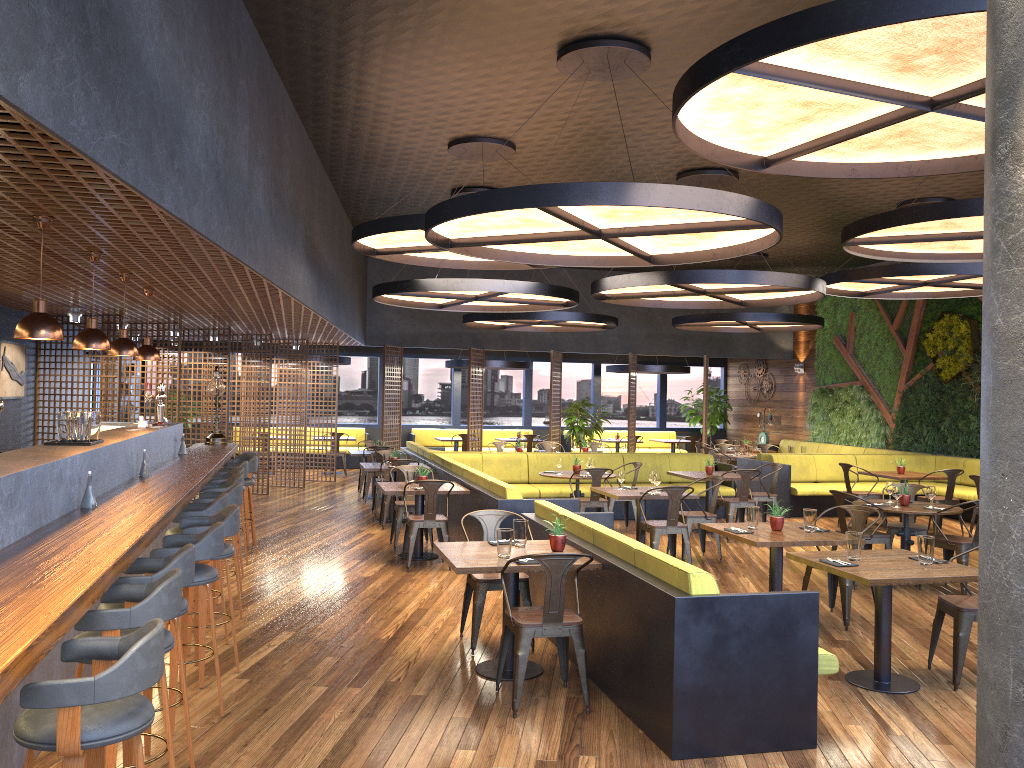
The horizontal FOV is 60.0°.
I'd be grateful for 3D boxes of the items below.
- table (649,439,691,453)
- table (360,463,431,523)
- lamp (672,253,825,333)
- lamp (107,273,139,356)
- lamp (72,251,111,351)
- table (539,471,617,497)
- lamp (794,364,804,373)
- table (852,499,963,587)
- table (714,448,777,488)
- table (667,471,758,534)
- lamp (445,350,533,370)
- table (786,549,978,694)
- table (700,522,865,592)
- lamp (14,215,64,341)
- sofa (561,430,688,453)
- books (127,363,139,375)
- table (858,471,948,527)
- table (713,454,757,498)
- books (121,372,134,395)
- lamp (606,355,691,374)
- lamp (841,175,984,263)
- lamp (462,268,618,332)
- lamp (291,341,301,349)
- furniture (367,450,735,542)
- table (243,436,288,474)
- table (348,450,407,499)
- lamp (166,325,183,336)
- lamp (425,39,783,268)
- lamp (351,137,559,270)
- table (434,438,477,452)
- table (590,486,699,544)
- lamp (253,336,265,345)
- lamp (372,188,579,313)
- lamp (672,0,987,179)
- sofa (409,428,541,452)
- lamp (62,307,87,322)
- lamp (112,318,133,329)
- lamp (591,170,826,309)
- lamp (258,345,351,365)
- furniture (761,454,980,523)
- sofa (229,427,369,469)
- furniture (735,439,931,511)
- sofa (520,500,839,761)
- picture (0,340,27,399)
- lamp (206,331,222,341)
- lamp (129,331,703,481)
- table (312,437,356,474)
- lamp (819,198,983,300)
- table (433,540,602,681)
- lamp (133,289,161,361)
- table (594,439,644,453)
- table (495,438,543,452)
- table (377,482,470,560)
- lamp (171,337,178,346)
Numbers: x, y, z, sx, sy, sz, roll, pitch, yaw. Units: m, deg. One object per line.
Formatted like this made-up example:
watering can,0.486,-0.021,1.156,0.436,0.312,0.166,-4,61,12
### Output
table,3.826,1.720,20.981,0.887,0.763,0.906,1,-1,-14
table,-1.632,1.508,12.262,0.887,0.763,0.906,1,-1,-14
lamp,4.448,-1.752,16.772,2.778,1.362,2.778,1,-1,41
lamp,-3.177,-0.568,7.266,0.250,0.673,0.250,1,-1,19
lamp,-2.903,-0.575,6.145,0.250,0.673,0.250,1,-1,19
table,0.849,1.551,11.541,1.007,0.760,1.007,1,-1,24
lamp,6.404,-0.349,19.866,0.189,0.215,0.215,1,-1,-14
table,3.892,1.583,8.770,1.007,0.760,1.007,2,-1,-26
table,4.682,1.702,17.858,0.887,0.763,0.906,1,-1,-14
table,2.659,1.592,11.870,0.887,0.763,0.906,1,-1,-14
lamp,-0.499,-1.437,20.092,1.979,2.172,1.979,1,-1,31
table,2.374,1.516,5.628,0.906,0.763,0.887,1,-1,-14
table,2.065,1.524,6.886,0.887,0.763,0.906,1,-1,-14
lamp,-2.595,-0.583,4.884,0.250,0.673,0.250,1,-1,19
sofa,2.799,1.635,22.082,3.061,0.914,0.966,1,-1,-14
books,-7.838,-0.302,18.362,0.177,0.245,0.450,1,-1,-14
table,5.572,1.661,12.583,0.887,0.763,0.906,1,-1,-14
table,4.229,1.672,16.009,0.887,0.763,0.906,1,-1,-14
books,-7.677,-0.019,17.706,0.223,0.489,0.286,1,-1,-22
lamp,3.238,-1.351,21.006,1.979,2.172,1.979,2,-1,-29
lamp,4.646,-1.943,8.501,2.778,1.159,2.778,2,-1,-36
lamp,0.519,-1.768,15.893,2.778,1.475,2.778,1,-1,-14
lamp,-4.128,-0.739,16.911,0.228,0.172,0.228,1,-1,-14
furniture,1.006,1.489,12.487,4.895,0.914,7.462,1,-1,-19
table,-5.205,1.507,18.772,0.887,0.763,0.906,1,-1,-14
table,-2.278,1.524,14.883,0.887,0.763,0.906,1,-1,-14
lamp,-5.116,-0.799,13.447,0.228,0.172,0.228,1,-1,-14
lamp,0.716,-1.863,7.065,2.778,1.475,2.778,1,-1,41
lamp,-0.344,-2.032,9.770,2.778,1.159,2.778,1,-1,36
table,-1.224,1.601,19.745,0.887,0.763,0.906,1,-1,-14
table,1.412,1.541,9.613,0.906,0.763,0.887,1,-1,-14
lamp,-4.502,-0.760,15.733,0.228,0.172,0.228,1,-1,-14
lamp,-0.471,-1.832,12.004,2.778,1.475,2.778,1,-1,-10
lamp,2.294,-2.033,4.834,2.778,1.159,2.778,1,-1,22
sofa,-0.881,1.549,21.182,3.061,0.914,0.966,1,-1,-14
lamp,-5.269,-0.833,10.688,0.228,0.172,0.228,1,-1,-14
lamp,-5.406,-0.818,12.296,0.228,0.172,0.228,1,-1,-14
lamp,2.370,-1.786,10.823,2.778,1.475,2.778,1,-1,35
lamp,-4.457,-1.530,19.124,1.979,2.172,1.979,1,-1,-7
furniture,6.148,1.595,12.362,3.372,0.914,4.503,1,-1,-14
sofa,-4.837,1.455,20.215,3.061,0.914,0.966,1,-1,-14
furniture,5.049,1.622,16.866,3.378,0.916,4.755,1,-1,-14
sofa,0.901,1.413,5.964,0.966,0.914,3.061,1,-1,-14
picture,-6.079,-0.165,10.807,0.028,0.697,1.039,1,-1,-14
lamp,-4.903,-0.782,14.578,0.228,0.172,0.228,1,-1,-14
lamp,-1.651,0.555,14.322,9.057,2.714,3.017,1,-1,-14
table,-3.846,1.539,19.104,0.887,0.763,0.906,1,-1,-14
lamp,5.644,-1.881,12.095,2.778,1.159,2.778,1,-1,-24
table,0.001,1.468,5.719,0.906,0.763,0.887,1,-1,-14
lamp,-3.465,-0.561,8.440,0.250,0.673,0.250,1,-1,19
table,2.467,1.688,20.652,0.906,0.763,0.887,1,-1,-14
table,0.136,1.633,20.082,0.906,0.763,0.887,1,-1,-14
table,-0.990,1.491,9.639,0.887,0.763,0.906,1,-1,-14
lamp,-6.154,-0.789,16.209,0.228,0.172,0.228,1,-1,-14
